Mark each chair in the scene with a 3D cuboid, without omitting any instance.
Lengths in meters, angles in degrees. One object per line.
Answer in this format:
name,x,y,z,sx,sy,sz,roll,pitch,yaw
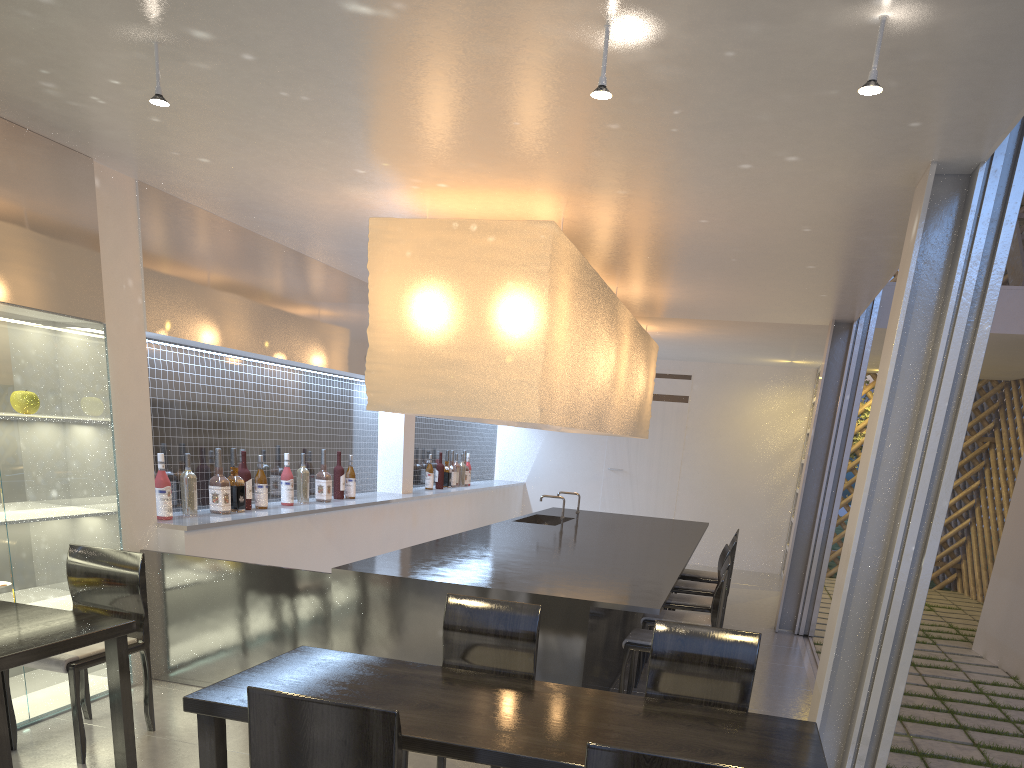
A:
chair,0.528,0.745,2.571,0.238,0.469,0.176,7,14,12
chair,-0.206,0.597,1.129,0.190,0.469,0.222,8,13,15
chair,0.607,0.770,2.886,0.239,0.469,0.175,6,14,9
chair,0.188,0.623,1.036,0.190,0.469,0.222,8,13,15
chair,0.434,0.718,2.260,0.237,0.469,0.177,8,14,15
chair,0.807,0.824,3.505,0.237,0.469,0.177,8,14,16
chair,0.714,0.798,3.194,0.238,0.469,0.176,7,14,11
chair,-0.944,0.579,1.780,0.190,0.469,0.222,8,13,15
chair,0.313,0.660,1.469,0.190,0.469,0.222,8,13,15
chair,-0.082,0.634,1.562,0.190,0.469,0.222,8,13,15

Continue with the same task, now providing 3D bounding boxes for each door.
door,-0.403,0.294,3.014,0.464,1.251,5.378,12,2,29

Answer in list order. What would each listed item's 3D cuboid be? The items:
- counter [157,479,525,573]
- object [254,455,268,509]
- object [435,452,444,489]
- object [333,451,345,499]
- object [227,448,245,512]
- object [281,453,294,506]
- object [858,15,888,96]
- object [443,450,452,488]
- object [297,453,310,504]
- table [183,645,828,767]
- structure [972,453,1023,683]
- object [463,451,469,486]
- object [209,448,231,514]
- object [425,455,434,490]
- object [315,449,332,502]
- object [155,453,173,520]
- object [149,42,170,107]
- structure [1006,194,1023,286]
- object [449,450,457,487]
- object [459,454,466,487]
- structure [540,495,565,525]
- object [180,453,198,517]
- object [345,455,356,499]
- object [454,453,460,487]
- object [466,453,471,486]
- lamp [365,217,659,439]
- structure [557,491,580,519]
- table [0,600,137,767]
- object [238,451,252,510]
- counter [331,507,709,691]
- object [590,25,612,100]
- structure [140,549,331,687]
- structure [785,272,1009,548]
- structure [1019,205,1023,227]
counter,-0.518,0.746,3.978,0.229,0.457,3.500,8,-2,16
object,-1.155,0.170,1.615,0.057,0.309,2.340,9,-2,17
object,-0.375,0.453,4.282,0.044,0.207,0.042,6,16,6
object,-0.690,0.366,3.286,0.044,0.207,0.042,6,16,6
object,-1.141,0.175,1.642,0.104,0.305,1.999,9,-1,18
object,-0.791,0.337,2.896,0.043,0.199,0.040,8,16,15
object,0.444,-0.402,1.001,0.028,0.085,0.027,11,16,25
object,-0.351,0.458,4.422,0.046,0.218,0.042,8,16,14
object,-0.765,0.347,3.014,0.045,0.199,0.042,-4,18,-27
table,-0.009,0.673,1.316,0.907,0.354,0.333,4,7,14
structure,1.837,0.068,2.371,1.178,2.090,1.845,6,8,9
object,-0.274,0.479,4.677,0.045,0.217,0.043,-6,19,-32
object,-1.153,0.171,1.598,0.046,0.305,1.921,9,-2,17
object,-0.419,0.450,4.190,0.042,0.194,0.038,0,16,-14
object,-0.715,0.350,3.125,0.045,0.217,0.043,9,16,16
object,-0.439,-0.073,1.202,1.659,0.871,1.766,5,1,13
object,-0.530,-0.465,1.232,0.028,0.085,0.027,11,16,25
structure,2.572,-1.224,3.742,0.533,2.013,1.172,7,12,10
object,-0.331,0.465,4.503,0.045,0.217,0.043,9,16,16
object,-0.283,0.484,4.620,0.045,0.199,0.042,8,16,14
structure,0.167,0.533,3.481,0.111,0.132,0.032,6,16,13
object,-1.197,0.164,1.543,0.045,0.305,1.804,9,-1,18
object,-0.657,0.379,3.348,0.042,0.194,0.038,0,16,-14
object,-0.312,0.479,4.572,0.045,0.199,0.042,-4,18,-27
object,-0.256,0.493,4.737,0.042,0.199,0.040,12,18,26
lamp,0.168,-0.057,2.960,0.442,0.445,2.220,6,-2,16
structure,0.257,0.559,3.793,0.111,0.132,0.032,6,16,13
table,-0.968,0.610,1.542,0.355,0.354,0.334,6,7,15
object,-1.157,0.176,1.690,0.066,0.305,2.065,9,-2,17
counter,0.263,0.782,3.175,0.806,0.394,2.424,5,-3,16
object,0.121,-0.423,1.078,0.028,0.085,0.027,11,16,25
structure,-0.729,0.647,2.178,0.551,0.396,0.011,5,16,13
structure,2.299,0.244,4.984,1.132,2.137,0.268,7,17,13
structure,3.155,-1.382,5.133,1.105,4.829,3.098,8,11,14
